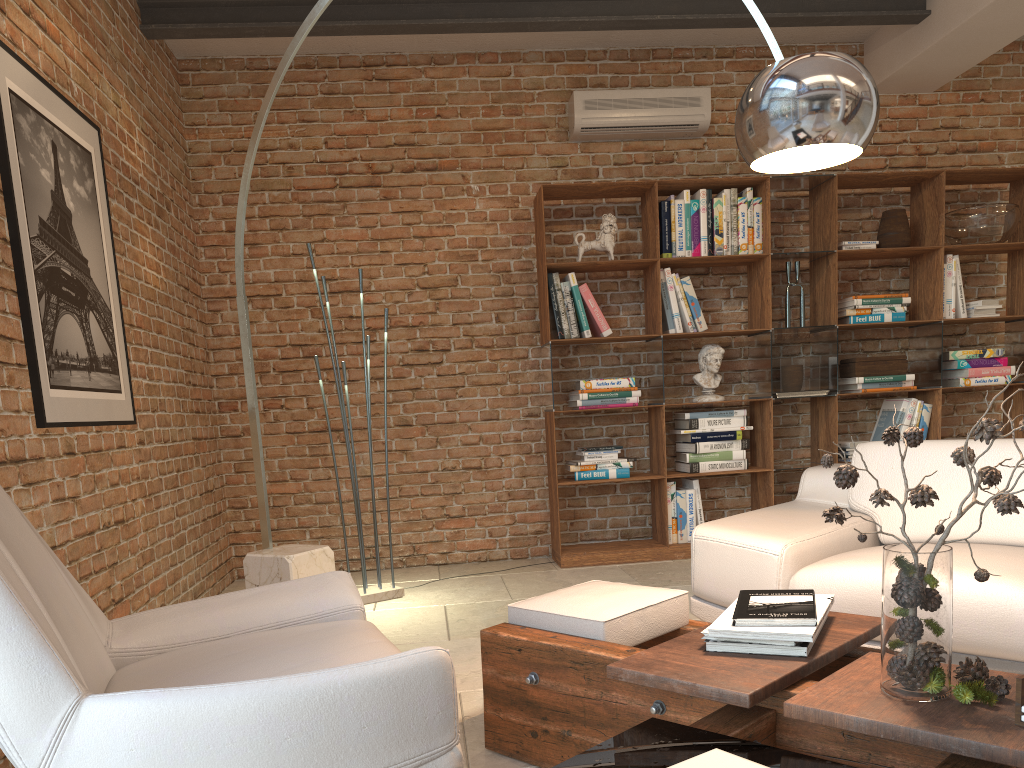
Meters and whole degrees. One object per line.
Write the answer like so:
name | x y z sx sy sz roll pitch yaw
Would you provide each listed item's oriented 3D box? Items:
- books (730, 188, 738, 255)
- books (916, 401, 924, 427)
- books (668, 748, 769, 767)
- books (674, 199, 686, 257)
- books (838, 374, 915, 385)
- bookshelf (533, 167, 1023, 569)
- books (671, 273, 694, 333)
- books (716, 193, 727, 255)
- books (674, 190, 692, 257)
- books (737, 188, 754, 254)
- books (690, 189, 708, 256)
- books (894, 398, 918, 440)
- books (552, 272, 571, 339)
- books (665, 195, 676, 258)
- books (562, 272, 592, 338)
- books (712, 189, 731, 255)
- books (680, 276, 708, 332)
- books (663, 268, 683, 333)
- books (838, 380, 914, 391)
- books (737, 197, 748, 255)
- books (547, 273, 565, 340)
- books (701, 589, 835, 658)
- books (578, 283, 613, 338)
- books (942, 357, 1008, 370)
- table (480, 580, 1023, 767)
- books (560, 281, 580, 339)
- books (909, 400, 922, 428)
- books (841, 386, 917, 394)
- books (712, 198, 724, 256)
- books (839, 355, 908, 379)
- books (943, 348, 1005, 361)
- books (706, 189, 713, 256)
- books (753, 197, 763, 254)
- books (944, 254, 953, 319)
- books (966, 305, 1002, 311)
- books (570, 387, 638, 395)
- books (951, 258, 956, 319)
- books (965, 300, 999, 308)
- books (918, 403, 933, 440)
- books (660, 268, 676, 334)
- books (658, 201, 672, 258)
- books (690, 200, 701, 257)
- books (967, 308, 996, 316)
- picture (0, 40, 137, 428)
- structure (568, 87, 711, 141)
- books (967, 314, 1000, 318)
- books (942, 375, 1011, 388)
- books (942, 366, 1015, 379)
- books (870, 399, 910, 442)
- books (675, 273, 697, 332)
books | 1.286 -0.937 5.196 0.036 0.390 0.239 -4 6 -6
books | 2.479 0.286 5.506 0.098 0.360 0.267 -4 5 -6
books | 0.272 0.611 1.212 0.323 0.057 0.254 -3 -1 -35
books | 0.962 -0.891 5.162 0.055 0.335 0.250 -4 5 -6
books | 2.253 -0.027 5.410 0.379 0.037 0.242 -3 -1 -7
bookshelf | 1.716 -0.086 5.346 3.030 2.241 0.357 -4 8 -5
books | 0.987 -0.468 5.235 0.124 0.354 0.267 -4 5 -6
books | 1.222 -0.920 5.192 0.021 0.365 0.267 -4 5 -6
books | 1.006 -0.921 5.166 0.036 0.390 0.239 -4 6 -6
books | 1.380 -0.943 5.205 0.036 0.390 0.239 -4 6 -6
books | 1.100 -0.927 5.169 0.036 0.390 0.239 -4 6 -6
books | 2.407 0.279 5.479 0.161 0.379 0.239 -4 6 -6
books | 0.275 -0.448 5.175 0.091 0.391 0.239 -4 6 -6
books | 0.921 -0.903 5.173 0.021 0.365 0.267 -4 5 -6
books | 0.383 -0.452 5.172 0.121 0.388 0.239 -4 6 -6
books | 1.248 -0.935 5.206 0.036 0.390 0.239 -4 6 -6
books | 1.058 -0.464 5.238 0.158 0.334 0.250 -4 5 -6
books | 0.935 -0.482 5.218 0.103 0.390 0.239 -4 6 -6
books | 2.266 0.010 5.451 0.379 0.037 0.242 -3 -1 -10
books | 1.334 -0.912 5.199 0.055 0.335 0.250 -4 5 -6
books | 0.239 -0.445 5.163 0.091 0.391 0.239 -4 6 -6
books | 0.619 0.564 2.095 0.250 0.075 0.395 -4 -1 27
books | 0.474 -0.425 5.209 0.195 0.324 0.250 -4 5 -6
books | 2.884 -0.125 5.488 0.326 0.056 0.252 -3 -1 -6
table | 0.532 0.764 1.532 1.948 0.435 2.204 -2 -2 -45
books | 0.326 -0.424 5.202 0.102 0.339 0.250 -4 5 -6
books | 2.459 0.285 5.495 0.098 0.360 0.267 -4 5 -6
books | 2.283 0.038 5.442 0.355 0.021 0.269 -3 -2 -7
books | 1.186 -0.904 5.176 0.055 0.335 0.250 -4 5 -6
books | 2.237 -0.105 5.405 0.335 0.121 0.210 -3 1 -5
books | 2.864 -0.180 5.477 0.327 0.056 0.251 -4 -1 4
books | 1.136 -0.929 5.182 0.036 0.390 0.239 -4 6 -6
books | 1.428 -0.917 5.230 0.055 0.335 0.250 -4 5 -6
books | 2.625 -0.580 5.374 0.036 0.390 0.239 -4 6 -6
books | 2.899 -0.465 5.420 0.171 0.019 0.234 -3 -2 -3
books | 0.550 0.042 5.268 0.355 0.021 0.269 -3 -2 -7
books | 2.653 -0.568 5.388 0.021 0.365 0.267 -4 5 -6
books | 2.890 -0.492 5.411 0.132 0.034 0.204 -3 -1 -16
books | 2.525 0.291 5.497 0.116 0.339 0.250 -4 5 -6
books | 0.895 -0.480 5.238 0.101 0.390 0.239 -4 6 -6
books | 0.883 -0.886 5.173 0.055 0.335 0.250 -4 5 -6
books | 1.053 -0.896 5.189 0.055 0.335 0.250 -4 5 -6
books | 2.893 -0.438 5.419 0.132 0.034 0.203 -3 -1 4
picture | -1.592 -0.444 3.152 0.027 1.216 0.898 -4 5 -6
structure | 0.752 -1.594 5.159 0.811 0.223 0.197 -3 4 -5
books | 2.901 -0.412 5.438 0.171 0.019 0.233 -3 -2 2
books | 2.911 -0.014 5.496 0.326 0.056 0.252 -3 -1 -3
books | 2.933 -0.071 5.490 0.326 0.056 0.252 -3 -1 -11
books | 2.363 0.283 5.499 0.163 0.378 0.240 -4 6 -6
books | 1.008 -0.469 5.246 0.124 0.354 0.267 -4 5 -6
